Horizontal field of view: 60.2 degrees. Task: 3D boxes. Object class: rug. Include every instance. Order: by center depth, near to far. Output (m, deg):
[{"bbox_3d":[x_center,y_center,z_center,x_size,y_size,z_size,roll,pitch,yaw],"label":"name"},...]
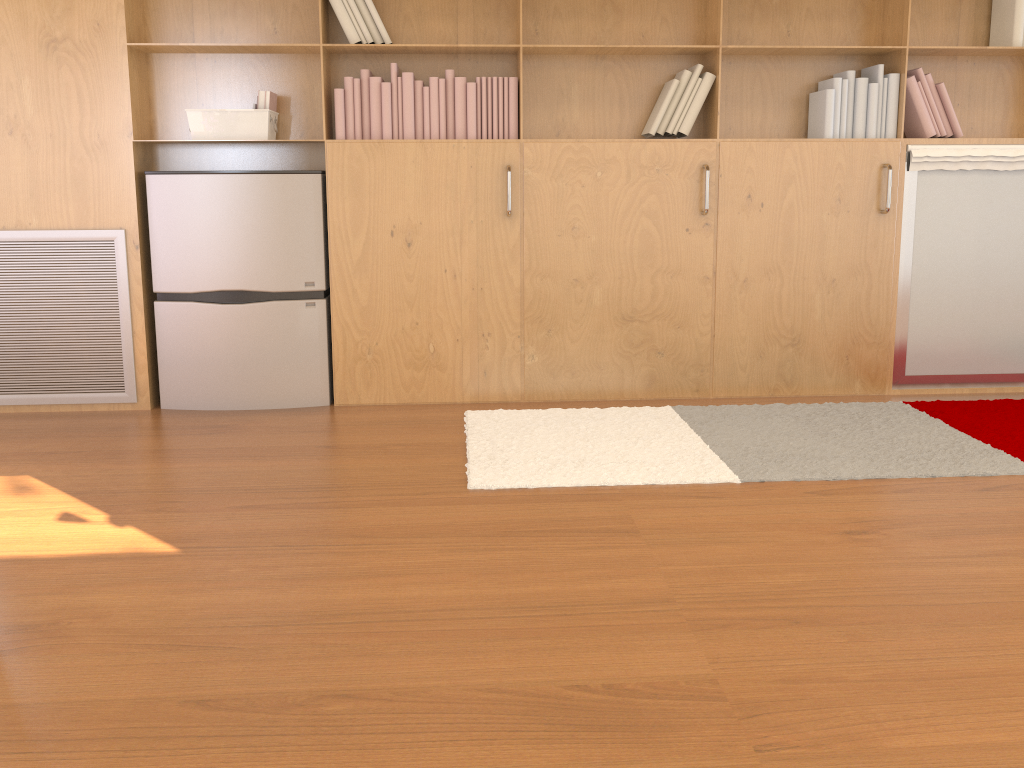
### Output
[{"bbox_3d":[1.695,0.187,3.290,3.719,0.011,0.930,-1,13,-3],"label":"rug"}]

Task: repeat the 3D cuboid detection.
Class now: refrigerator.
[{"bbox_3d":[-1.134,-0.402,3.742,0.713,0.975,0.265,-1,9,-3],"label":"refrigerator"}]

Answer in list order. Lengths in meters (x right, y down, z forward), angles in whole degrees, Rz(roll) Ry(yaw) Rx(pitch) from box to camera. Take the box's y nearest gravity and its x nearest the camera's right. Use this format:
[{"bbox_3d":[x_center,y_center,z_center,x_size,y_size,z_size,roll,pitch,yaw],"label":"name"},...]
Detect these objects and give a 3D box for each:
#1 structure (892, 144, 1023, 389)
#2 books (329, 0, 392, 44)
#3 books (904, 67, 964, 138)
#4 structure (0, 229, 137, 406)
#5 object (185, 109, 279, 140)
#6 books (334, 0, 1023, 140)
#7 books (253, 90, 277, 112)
[{"bbox_3d":[2.017,-0.529,3.965,0.725,1.066,0.319,-1,9,-3],"label":"structure"},{"bbox_3d":[-0.631,-1.530,3.630,0.279,0.293,0.178,-1,10,-3],"label":"books"},{"bbox_3d":[1.793,-1.211,3.831,0.279,0.293,0.178,-1,10,-3],"label":"books"},{"bbox_3d":[-1.976,-0.267,3.614,0.819,0.713,0.013,-1,9,-3],"label":"structure"},{"bbox_3d":[-1.149,-1.066,3.655,0.349,0.121,0.206,-1,12,-3],"label":"object"},{"bbox_3d":[0.823,-1.368,3.740,3.107,0.651,0.191,-1,9,-3],"label":"books"},{"bbox_3d":[-1.026,-1.110,3.659,0.088,0.190,0.152,-1,10,-3],"label":"books"}]
